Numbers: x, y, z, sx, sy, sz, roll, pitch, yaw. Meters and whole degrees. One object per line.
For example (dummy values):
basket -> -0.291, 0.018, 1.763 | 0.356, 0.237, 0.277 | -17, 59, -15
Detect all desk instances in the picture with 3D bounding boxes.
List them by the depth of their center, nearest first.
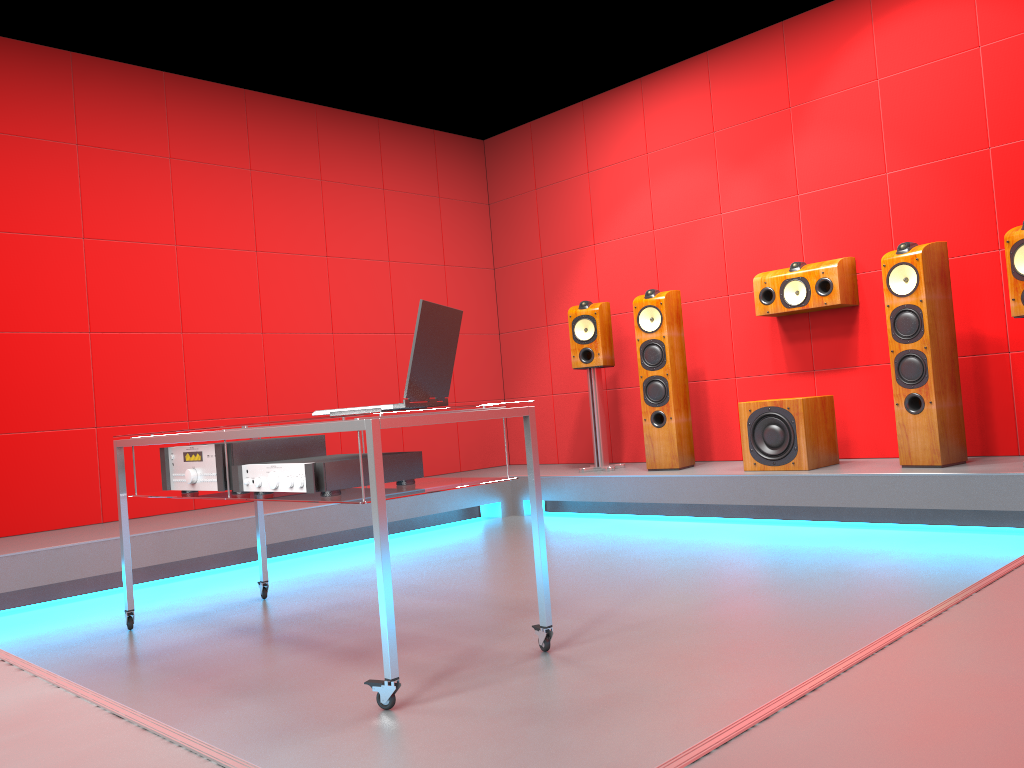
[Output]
desk -> -0.668, 0.461, 2.802 | 0.594, 0.690, 1.617 | -3, -2, -45

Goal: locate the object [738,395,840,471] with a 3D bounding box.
object -> 1.445, 0.257, 4.637 | 0.360, 0.360, 0.360 | -3, -2, -45

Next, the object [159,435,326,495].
object -> -0.887, 0.268, 2.919 | 0.371, 0.158, 0.431 | -3, -2, -45

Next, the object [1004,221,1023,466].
object -> 2.300, -0.187, 3.761 | 0.265, 1.058, 0.231 | -4, -2, -25

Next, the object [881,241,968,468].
object -> 1.930, -0.143, 4.165 | 0.238, 1.052, 0.203 | -3, -2, -35

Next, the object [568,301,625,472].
object -> 0.522, 0.008, 5.551 | 0.231, 1.058, 0.265 | -5, -2, 25

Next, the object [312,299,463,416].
object -> -0.341, -0.063, 2.506 | 0.340, 0.285, 0.342 | -5, -2, 15

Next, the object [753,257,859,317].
object -> 1.611, -0.538, 4.888 | 0.235, 0.271, 0.493 | -3, -2, -45

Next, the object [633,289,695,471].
object -> 0.885, -0.029, 5.186 | 0.203, 1.052, 0.238 | -6, -2, 35

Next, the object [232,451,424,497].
object -> -0.537, 0.262, 2.572 | 0.365, 0.092, 0.435 | -3, -2, -45
